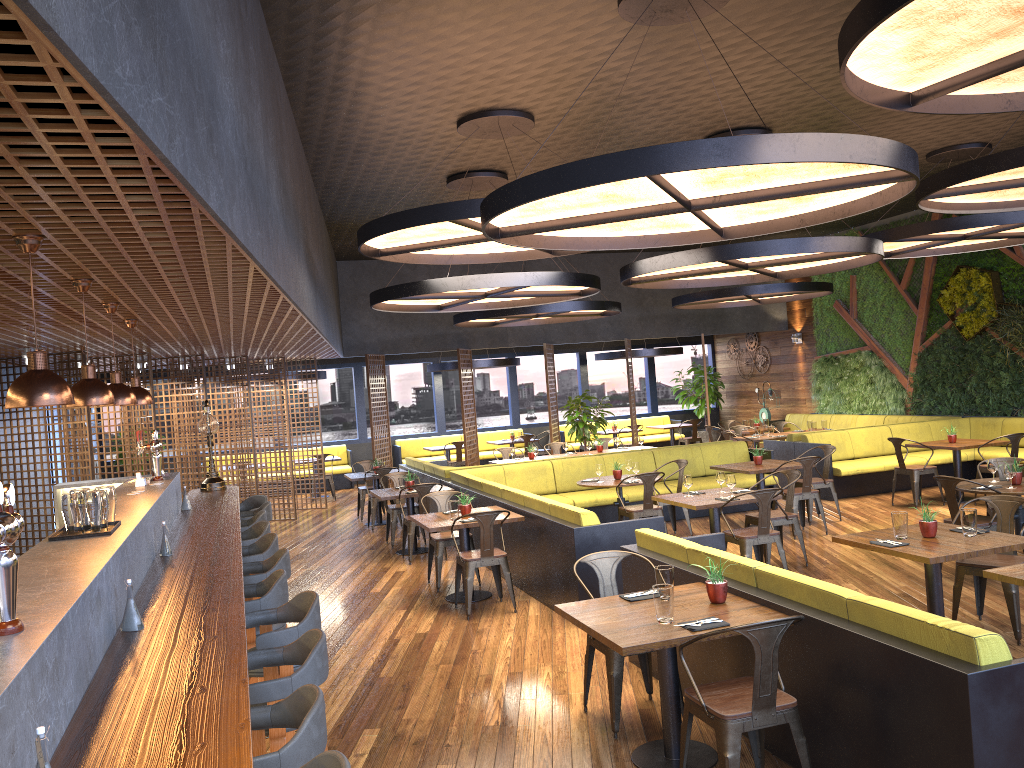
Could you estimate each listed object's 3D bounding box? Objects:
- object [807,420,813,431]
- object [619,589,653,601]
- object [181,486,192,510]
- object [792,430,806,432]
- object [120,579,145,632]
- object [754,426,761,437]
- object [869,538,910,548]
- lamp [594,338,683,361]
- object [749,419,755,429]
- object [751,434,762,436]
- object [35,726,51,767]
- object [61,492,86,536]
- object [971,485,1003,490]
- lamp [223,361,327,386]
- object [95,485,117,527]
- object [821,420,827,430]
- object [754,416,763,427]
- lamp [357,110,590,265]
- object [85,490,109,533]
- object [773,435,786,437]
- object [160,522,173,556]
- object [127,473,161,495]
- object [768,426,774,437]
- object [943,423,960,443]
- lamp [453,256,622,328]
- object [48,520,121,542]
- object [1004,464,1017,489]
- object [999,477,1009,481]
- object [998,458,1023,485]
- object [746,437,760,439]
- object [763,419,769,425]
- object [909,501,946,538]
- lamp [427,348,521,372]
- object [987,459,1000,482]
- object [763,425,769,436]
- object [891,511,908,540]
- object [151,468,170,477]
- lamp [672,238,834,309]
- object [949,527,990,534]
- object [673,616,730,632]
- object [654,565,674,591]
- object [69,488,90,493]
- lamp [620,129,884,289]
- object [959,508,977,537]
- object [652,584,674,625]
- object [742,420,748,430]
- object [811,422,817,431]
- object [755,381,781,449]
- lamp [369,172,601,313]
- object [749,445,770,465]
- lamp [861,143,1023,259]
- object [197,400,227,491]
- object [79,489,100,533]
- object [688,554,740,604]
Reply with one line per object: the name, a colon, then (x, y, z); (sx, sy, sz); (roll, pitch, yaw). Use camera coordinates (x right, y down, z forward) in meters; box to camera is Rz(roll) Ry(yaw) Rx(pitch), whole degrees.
object: (5.229, 0.732, 15.543); (0.102, 0.178, 0.102); (-4, 0, -32)
object: (0.729, 1.156, 4.880); (0.255, 0.019, 0.157); (-4, 0, -18)
object: (-2.830, 0.986, 7.668); (0.114, 0.203, 0.069); (-4, 0, 17)
object: (5.064, 0.825, 15.617); (0.157, 0.019, 0.255); (-4, 0, -18)
object: (-1.554, 0.895, 3.601); (0.114, 0.203, 0.069); (-4, 0, 33)
object: (4.170, 0.811, 15.051); (0.102, 0.178, 0.102); (-4, 0, -32)
object: (2.440, 1.028, 5.773); (0.157, 0.019, 0.255); (-4, 0, -18)
lamp: (2.775, -1.682, 19.972); (1.979, 2.172, 1.979); (-4, 0, -32)
object: (4.646, 0.774, 17.149); (0.102, 0.178, 0.102); (-4, 0, 18)
object: (4.265, 0.884, 15.366); (0.157, 0.019, 0.255); (-4, 0, -18)
object: (-1.023, 0.857, 1.948); (0.114, 0.203, 0.069); (-4, 0, 30)
object: (-2.119, 0.633, 4.290); (0.105, 0.209, 0.105); (-4, 0, 18)
object: (4.171, 0.901, 7.764); (0.255, 0.019, 0.157); (-4, 0, -19)
lamp: (-4.764, -1.118, 17.597); (1.979, 2.172, 1.979); (-4, 0, -11)
object: (-2.083, 0.630, 4.549); (0.105, 0.209, 0.105); (-4, 0, 18)
object: (5.403, 0.720, 15.331); (0.102, 0.178, 0.102); (-4, 0, -32)
object: (4.673, 0.726, 16.955); (0.238, 0.271, 0.260); (-4, 0, 4)
lamp: (-0.115, -1.938, 8.521); (2.778, 1.159, 2.778); (-4, 0, 33)
object: (-2.012, 0.625, 4.311); (0.105, 0.209, 0.105); (-4, 0, 18)
object: (4.458, 0.870, 14.776); (0.255, 0.019, 0.157); (-4, 0, -18)
object: (-2.104, 0.935, 5.373); (0.069, 0.203, 0.114); (-4, 0, -28)
object: (-2.730, 0.728, 6.607); (0.200, 0.106, 0.766); (-4, 0, -17)
object: (4.356, 0.798, 14.911); (0.102, 0.178, 0.102); (-4, 0, 18)
object: (5.821, 0.645, 11.759); (0.260, 0.271, 0.238); (-4, 0, 21)
lamp: (0.368, -1.802, 14.690); (2.778, 1.475, 2.778); (-4, 0, -17)
object: (-2.115, 0.728, 4.407); (0.273, 0.019, 0.437); (-4, 0, -17)
object: (4.315, 0.796, 7.677); (0.097, 0.206, 0.097); (-4, 0, 44)
object: (4.573, 0.871, 8.154); (0.157, 0.019, 0.255); (-4, 0, 25)
object: (4.433, 0.752, 7.840); (0.260, 0.271, 0.238); (-4, 0, 21)
object: (4.040, 0.901, 14.955); (0.157, 0.019, 0.255); (-4, 0, -18)
object: (4.854, 0.759, 16.946); (0.102, 0.178, 0.102); (-4, 0, 18)
object: (2.743, 0.879, 5.868); (0.238, 0.271, 0.260); (-4, 0, 21)
lamp: (-0.886, -1.408, 18.819); (1.979, 2.172, 1.979); (-4, 0, 28)
object: (4.399, 0.789, 8.107); (0.097, 0.206, 0.097); (-4, 0, -11)
object: (4.378, 0.796, 15.275); (0.102, 0.178, 0.102); (-4, 0, -32)
object: (2.570, 0.938, 5.869); (0.102, 0.178, 0.102); (-4, 0, 38)
object: (-3.038, 0.757, 7.661); (0.091, 0.091, 0.177); (-4, 0, -42)
lamp: (4.215, -2.165, 15.819); (2.778, 1.362, 2.778); (-4, 0, 37)
object: (3.082, 0.980, 5.941); (0.157, 0.019, 0.255); (-4, 0, -18)
object: (0.897, 1.144, 4.237); (0.255, 0.019, 0.157); (-4, 0, -18)
object: (0.819, 1.069, 4.744); (0.102, 0.178, 0.102); (-4, 0, -32)
object: (-2.190, 0.638, 4.507); (0.105, 0.209, 0.105); (-4, 0, 18)
lamp: (2.536, -1.959, 9.749); (2.778, 1.475, 2.778); (-4, 0, 32)
object: (2.986, 0.907, 5.792); (0.102, 0.178, 0.102); (-4, 0, -12)
object: (0.742, 1.075, 4.327); (0.102, 0.178, 0.102); (-4, 0, 18)
object: (4.475, 0.787, 17.014); (0.102, 0.178, 0.102); (-4, 0, -32)
object: (5.165, 0.737, 15.166); (0.102, 0.178, 0.102); (-4, 0, 18)
object: (5.701, 0.741, 19.661); (0.459, 1.615, 0.848); (-4, 0, -17)
lamp: (-0.368, -1.744, 10.745); (2.778, 1.475, 2.778); (-4, 0, -13)
object: (3.019, 0.854, 10.864); (0.260, 0.271, 0.238); (-4, 0, 18)
lamp: (5.696, -2.372, 11.228); (2.778, 1.159, 2.778); (-4, 0, -27)
object: (-3.153, 0.638, 9.278); (0.263, 0.944, 0.566); (-4, 0, -25)
object: (-2.095, 0.631, 4.411); (0.105, 0.209, 0.105); (-4, 0, 18)
object: (1.071, 1.004, 4.642); (0.238, 0.271, 0.260); (-4, 0, -12)
